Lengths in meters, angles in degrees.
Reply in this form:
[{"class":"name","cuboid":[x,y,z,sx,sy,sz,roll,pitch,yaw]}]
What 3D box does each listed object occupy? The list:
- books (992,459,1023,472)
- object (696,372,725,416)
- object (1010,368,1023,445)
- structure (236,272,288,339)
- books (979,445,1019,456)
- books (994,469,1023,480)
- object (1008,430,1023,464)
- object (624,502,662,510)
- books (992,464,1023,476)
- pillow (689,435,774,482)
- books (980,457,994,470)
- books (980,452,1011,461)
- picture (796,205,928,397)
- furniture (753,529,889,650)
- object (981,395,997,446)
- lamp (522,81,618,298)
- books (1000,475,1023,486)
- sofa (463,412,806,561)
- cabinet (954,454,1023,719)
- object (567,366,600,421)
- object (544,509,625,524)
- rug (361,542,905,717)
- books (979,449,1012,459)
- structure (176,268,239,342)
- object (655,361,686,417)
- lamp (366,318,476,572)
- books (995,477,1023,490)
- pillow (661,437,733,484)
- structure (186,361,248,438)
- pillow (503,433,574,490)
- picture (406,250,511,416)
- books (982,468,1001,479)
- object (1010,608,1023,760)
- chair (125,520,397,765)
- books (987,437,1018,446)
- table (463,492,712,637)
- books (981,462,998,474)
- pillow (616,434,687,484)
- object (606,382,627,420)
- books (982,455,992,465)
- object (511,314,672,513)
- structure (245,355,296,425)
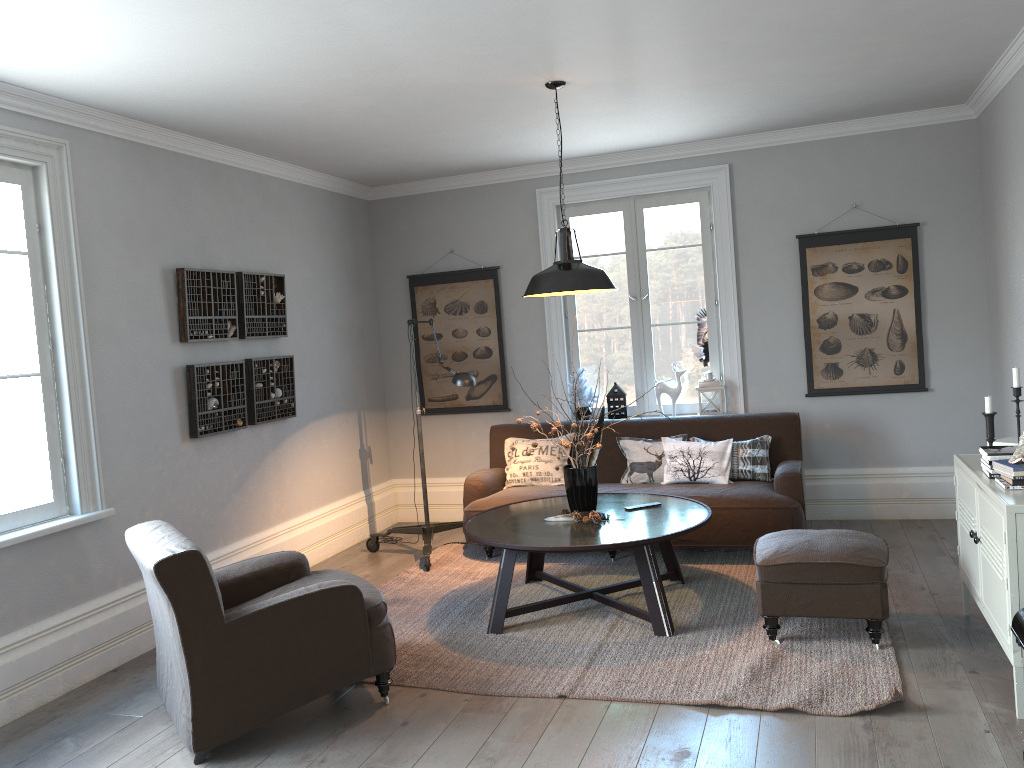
[{"class":"books","cuboid":[1.975,0.302,3.350,0.235,0.014,0.185,-4,3,6]},{"class":"object","cuboid":[1.426,0.071,6.393,0.193,0.322,0.193,-4,3,13]},{"class":"object","cuboid":[2.103,0.139,3.683,0.092,0.431,0.092,-6,3,-22]},{"class":"structure","cuboid":[-1.586,-0.501,5.671,0.105,0.416,0.468,-3,3,19]},{"class":"books","cuboid":[2.048,0.267,3.576,0.263,0.008,0.212,-3,3,20]},{"class":"books","cuboid":[1.981,0.333,3.351,0.235,0.014,0.185,-4,3,8]},{"class":"object","cuboid":[1.977,0.232,3.352,0.194,0.127,0.192,-4,3,12]},{"class":"object","cuboid":[0.709,0.661,4.800,0.207,0.011,0.051,-6,3,-21]},{"class":"books","cuboid":[1.975,0.318,3.346,0.235,0.017,0.185,-4,3,6]},{"class":"pillow","cuboid":[1.408,0.484,5.728,0.542,0.288,0.183,-3,3,20]},{"class":"books","cuboid":[2.058,0.317,3.575,0.271,0.016,0.222,-3,3,19]},{"class":"books","cuboid":[2.049,0.286,3.569,0.265,0.010,0.196,-3,3,19]},{"class":"picture","cuboid":[2.393,-0.581,6.094,0.793,1.313,0.057,-3,3,19]},{"class":"furniture","cuboid":[1.425,0.917,4.077,0.583,0.439,0.574,-3,3,19]},{"class":"object","cuboid":[2.046,0.199,3.794,0.083,0.311,0.083,-5,3,-4]},{"class":"lamp","cuboid":[0.260,-1.007,4.586,0.504,1.075,0.504,-6,3,-24]},{"class":"books","cuboid":[1.996,0.353,3.349,0.238,0.027,0.175,-4,3,15]},{"class":"sofa","cuboid":[0.788,0.678,5.839,2.165,0.824,0.969,-3,3,19]},{"class":"cabinet","cuboid":[2.081,0.740,3.565,0.408,0.757,1.153,-3,3,19]},{"class":"object","cuboid":[0.518,0.071,6.711,0.248,0.423,0.262,-7,4,-36]},{"class":"object","cuboid":[0.372,0.677,4.581,0.404,0.067,0.153,-2,4,36]},{"class":"rug","cuboid":[0.461,1.135,4.721,2.818,0.090,2.401,-3,3,19]},{"class":"books","cuboid":[2.044,0.276,3.571,0.260,0.010,0.196,-3,3,17]},{"class":"structure","cuboid":[-1.777,-0.457,5.171,0.099,0.416,0.468,-3,3,19]},{"class":"object","cuboid":[1.153,0.046,6.421,0.239,0.410,0.128,-4,3,15]},{"class":"lamp","cuboid":[-0.642,0.358,6.328,0.797,1.644,1.864,-6,4,-34]},{"class":"books","cuboid":[1.984,0.374,3.362,0.243,0.014,0.196,-3,3,19]},{"class":"pillow","cuboid":[1.182,0.491,5.686,0.471,0.309,0.188,-3,3,19]},{"class":"structure","cuboid":[-1.720,0.082,5.200,0.086,0.416,0.468,-3,3,19]},{"class":"pillow","cuboid":[0.178,0.539,6.146,0.519,0.368,0.240,-3,3,19]},{"class":"picture","cuboid":[-0.433,-0.417,7.049,0.793,1.313,0.057,-3,3,19]},{"class":"books","cuboid":[2.060,0.351,3.575,0.271,0.022,0.200,-3,3,21]},{"class":"object","cuboid":[1.749,0.891,2.743,0.323,0.599,0.323,-3,3,19]},{"class":"chair","cuboid":[-1.026,0.952,3.722,0.970,0.795,0.807,-6,4,-30]},{"class":"books","cuboid":[2.258,0.264,3.944,0.161,0.024,0.199,-6,4,-27]},{"class":"table","cuboid":[0.407,0.946,4.686,1.299,0.503,1.300,-4,3,12]},{"class":"books","cuboid":[2.048,0.333,3.570,0.253,0.016,0.200,-3,3,17]},{"class":"pillow","cuboid":[0.930,0.510,5.851,0.472,0.347,0.159,-4,3,16]},{"class":"object","cuboid":[0.783,0.127,6.635,0.155,0.284,0.155,-4,3,9]},{"class":"books","cuboid":[2.047,0.300,3.574,0.251,0.019,0.200,-3,3,21]},{"class":"object","cuboid":[0.426,0.168,4.552,0.853,1.065,0.525,-5,3,-11]},{"class":"structure","cuboid":[-1.547,0.032,5.720,0.086,0.416,0.468,-3,3,19]}]
